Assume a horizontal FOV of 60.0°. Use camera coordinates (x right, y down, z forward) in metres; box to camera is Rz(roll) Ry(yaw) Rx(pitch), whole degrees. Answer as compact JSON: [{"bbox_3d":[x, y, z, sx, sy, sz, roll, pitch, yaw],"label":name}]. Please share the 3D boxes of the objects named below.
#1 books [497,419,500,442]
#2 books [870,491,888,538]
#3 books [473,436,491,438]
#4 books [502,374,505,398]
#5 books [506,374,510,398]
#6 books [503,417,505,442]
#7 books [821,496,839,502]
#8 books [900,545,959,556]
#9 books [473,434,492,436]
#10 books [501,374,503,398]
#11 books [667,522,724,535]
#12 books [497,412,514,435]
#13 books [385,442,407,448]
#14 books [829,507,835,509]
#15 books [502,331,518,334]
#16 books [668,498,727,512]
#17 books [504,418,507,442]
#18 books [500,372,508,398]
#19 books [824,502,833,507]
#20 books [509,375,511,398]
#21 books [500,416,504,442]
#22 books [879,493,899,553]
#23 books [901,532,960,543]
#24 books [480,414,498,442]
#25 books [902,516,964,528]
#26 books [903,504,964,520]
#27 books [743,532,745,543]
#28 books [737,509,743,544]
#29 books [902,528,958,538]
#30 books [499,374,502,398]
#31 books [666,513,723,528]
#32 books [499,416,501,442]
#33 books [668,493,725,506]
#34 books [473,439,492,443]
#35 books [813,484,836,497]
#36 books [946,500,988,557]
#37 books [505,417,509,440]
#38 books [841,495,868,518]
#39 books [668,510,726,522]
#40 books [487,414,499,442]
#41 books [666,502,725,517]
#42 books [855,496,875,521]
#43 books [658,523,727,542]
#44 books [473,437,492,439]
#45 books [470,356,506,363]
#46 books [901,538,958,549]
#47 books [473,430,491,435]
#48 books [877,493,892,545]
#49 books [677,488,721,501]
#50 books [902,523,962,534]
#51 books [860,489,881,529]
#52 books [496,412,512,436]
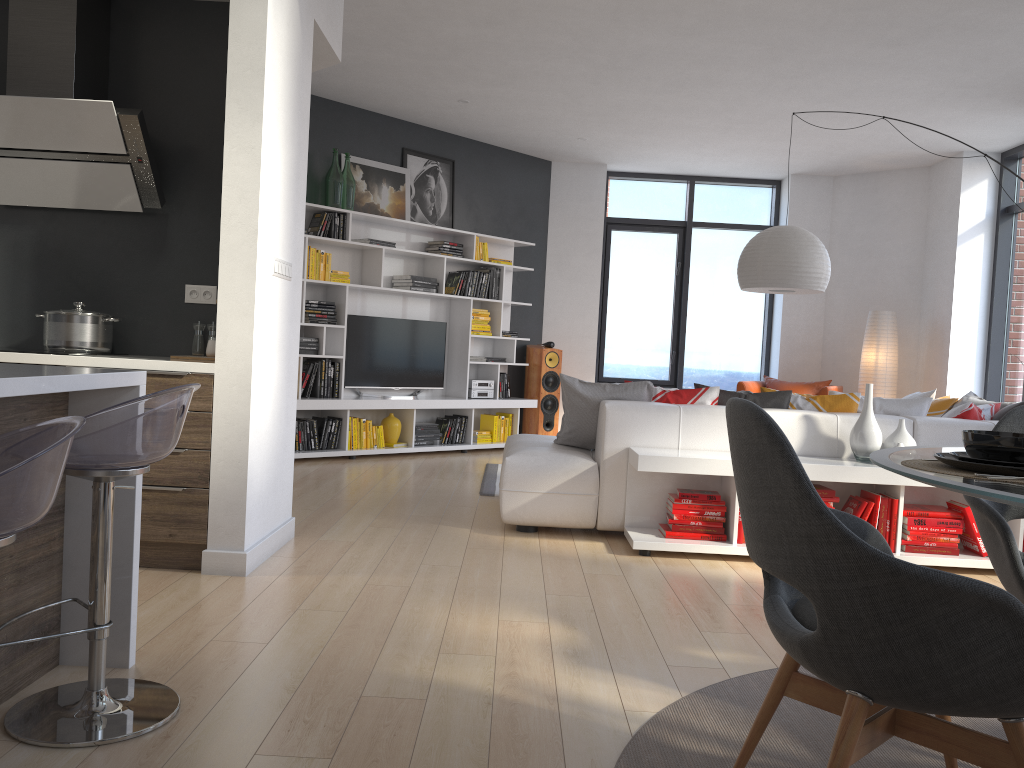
[{"bbox_3d":[-0.182,0.446,8.659,0.024,0.229,0.156,1,3,-45],"label":"books"},{"bbox_3d":[1.812,0.685,4.443,0.038,0.270,0.215,3,2,0],"label":"books"},{"bbox_3d":[-0.305,0.504,8.536,0.169,0.018,0.113,1,3,-43],"label":"books"},{"bbox_3d":[-0.134,0.016,8.781,0.169,0.242,0.050,5,3,45],"label":"books"},{"bbox_3d":[-0.095,0.017,8.825,0.066,0.242,0.177,1,3,-45],"label":"books"},{"bbox_3d":[-0.139,0.439,8.727,0.023,0.239,0.169,1,3,-45],"label":"books"},{"bbox_3d":[1.470,0.561,4.442,0.266,0.026,0.187,3,2,-5],"label":"books"},{"bbox_3d":[2.069,0.815,4.456,0.259,0.034,0.206,3,2,3],"label":"books"},{"bbox_3d":[-0.310,0.488,8.550,0.187,0.014,0.134,1,3,-45],"label":"books"},{"bbox_3d":[-0.155,0.019,8.771,0.049,0.236,0.170,1,3,-44],"label":"books"},{"bbox_3d":[0.929,0.720,4.503,0.259,0.034,0.206,3,2,3],"label":"books"},{"bbox_3d":[-0.074,0.424,8.811,0.025,0.270,0.213,1,3,-45],"label":"books"},{"bbox_3d":[-1.087,0.526,7.814,0.270,0.029,0.204,4,2,30],"label":"books"},{"bbox_3d":[1.467,0.609,4.442,0.236,0.023,0.178,3,2,0],"label":"books"},{"bbox_3d":[-0.075,-0.515,8.807,0.213,0.023,0.161,1,3,-41],"label":"books"},{"bbox_3d":[0.934,0.613,4.497,0.269,0.028,0.179,3,2,1],"label":"books"},{"bbox_3d":[-0.120,0.442,8.741,0.024,0.234,0.172,1,3,-45],"label":"books"},{"bbox_3d":[-0.121,0.011,8.809,0.193,0.255,0.066,5,3,45],"label":"books"},{"bbox_3d":[1.450,0.585,4.450,0.257,0.025,0.182,3,2,0],"label":"books"},{"bbox_3d":[-0.094,0.020,8.871,0.077,0.233,0.179,1,3,-45],"label":"books"},{"bbox_3d":[-0.159,0.433,8.704,0.035,0.250,0.185,1,3,-45],"label":"books"},{"bbox_3d":[1.869,0.689,4.418,0.028,0.269,0.181,3,2,0],"label":"books"},{"bbox_3d":[2.073,0.761,4.453,0.257,0.025,0.182,3,2,0],"label":"books"},{"bbox_3d":[-0.229,0.429,8.638,0.044,0.255,0.198,1,3,-45],"label":"books"},{"bbox_3d":[2.082,0.679,4.462,0.279,0.039,0.206,3,2,-1],"label":"books"},{"bbox_3d":[2.078,0.643,4.485,0.301,0.032,0.227,3,2,0],"label":"books"},{"bbox_3d":[1.158,0.655,4.455,0.031,0.255,0.181,3,2,0],"label":"books"},{"bbox_3d":[1.125,0.636,4.451,0.036,0.294,0.208,3,2,0],"label":"books"},{"bbox_3d":[2.072,0.738,4.443,0.236,0.023,0.178,3,2,0],"label":"books"},{"bbox_3d":[-0.177,0.018,8.759,0.053,0.240,0.189,1,3,-44],"label":"books"},{"bbox_3d":[0.921,0.691,4.494,0.266,0.026,0.187,3,2,6],"label":"books"},{"bbox_3d":[-0.179,0.432,8.687,0.019,0.251,0.180,1,3,-45],"label":"books"},{"bbox_3d":[0.934,0.587,4.500,0.254,0.025,0.178,3,2,0],"label":"books"},{"bbox_3d":[-0.314,0.540,8.551,0.190,0.033,0.147,1,3,-45],"label":"books"},{"bbox_3d":[1.454,0.530,4.449,0.259,0.034,0.206,3,2,-3],"label":"books"},{"bbox_3d":[2.277,0.720,4.439,0.134,0.248,0.192,3,2,0],"label":"books"},{"bbox_3d":[-0.104,0.442,8.762,0.024,0.234,0.172,1,3,-45],"label":"books"},{"bbox_3d":[1.669,0.688,4.434,0.144,0.247,0.188,3,2,1],"label":"books"},{"bbox_3d":[0.933,0.665,4.500,0.257,0.025,0.182,3,2,0],"label":"books"},{"bbox_3d":[-0.209,0.428,8.661,0.015,0.263,0.199,1,3,-45],"label":"books"},{"bbox_3d":[0.930,0.639,4.515,0.261,0.028,0.191,3,2,0],"label":"books"},{"bbox_3d":[1.710,0.691,4.427,0.115,0.245,0.192,3,2,0],"label":"books"},{"bbox_3d":[0.911,0.753,4.496,0.301,0.032,0.227,3,2,0],"label":"books"},{"bbox_3d":[-0.315,0.517,8.554,0.196,0.011,0.148,1,3,-45],"label":"books"},{"bbox_3d":[-0.246,-0.242,8.700,0.250,0.047,0.310,5,3,41],"label":"books"},{"bbox_3d":[2.061,0.786,4.447,0.266,0.026,0.187,3,2,6],"label":"books"},{"bbox_3d":[-0.321,0.467,8.556,0.186,0.026,0.138,1,3,-45],"label":"books"},{"bbox_3d":[1.842,0.690,4.433,0.028,0.266,0.188,3,2,0],"label":"books"},{"bbox_3d":[0.943,0.561,4.490,0.206,0.029,0.152,3,2,6],"label":"books"},{"bbox_3d":[2.082,0.713,4.447,0.261,0.027,0.191,3,2,4],"label":"books"},{"bbox_3d":[1.774,0.679,4.426,0.046,0.282,0.199,3,2,0],"label":"books"},{"bbox_3d":[-0.086,0.425,8.786,0.029,0.270,0.204,1,3,-45],"label":"books"}]
